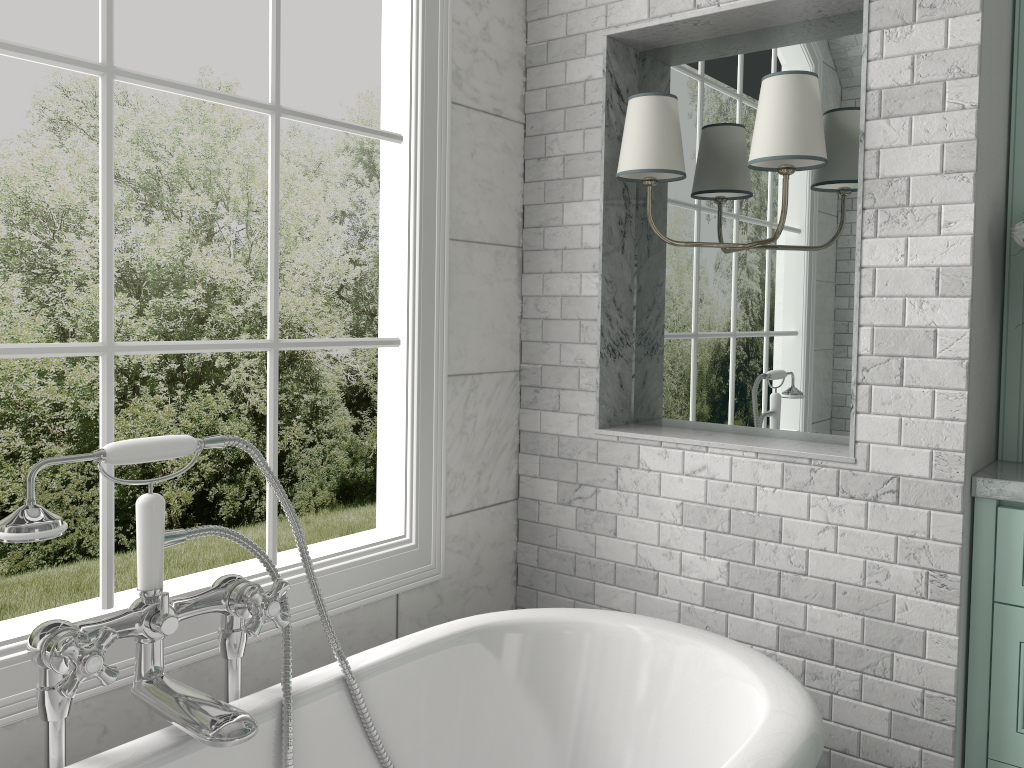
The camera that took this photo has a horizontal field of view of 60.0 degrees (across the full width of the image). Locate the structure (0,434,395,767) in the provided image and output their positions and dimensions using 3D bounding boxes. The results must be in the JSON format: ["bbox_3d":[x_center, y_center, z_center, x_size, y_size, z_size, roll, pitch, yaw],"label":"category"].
[{"bbox_3d":[-0.470,0.736,1.588,0.779,1.283,0.341,-2,4,-42],"label":"structure"}]

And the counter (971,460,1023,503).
[{"bbox_3d":[2.380,0.226,1.427,2.810,0.181,0.825,5,6,38],"label":"counter"}]

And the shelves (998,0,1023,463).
[{"bbox_3d":[2.470,-0.792,1.471,2.812,2.120,0.465,4,4,38],"label":"shelves"}]

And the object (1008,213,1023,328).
[{"bbox_3d":[1.332,-0.111,1.993,0.391,0.652,0.356,-1,4,-41],"label":"object"}]

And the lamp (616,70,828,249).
[{"bbox_3d":[0.547,-0.547,2.260,0.548,0.383,0.309,4,4,38],"label":"lamp"}]

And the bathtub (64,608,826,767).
[{"bbox_3d":[-0.249,0.998,1.300,0.942,0.756,2.168,4,5,38],"label":"bathtub"}]

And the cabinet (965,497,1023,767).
[{"bbox_3d":[2.358,0.860,1.435,2.801,1.096,0.864,4,5,38],"label":"cabinet"}]

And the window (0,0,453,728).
[{"bbox_3d":[-0.771,-0.587,1.669,0.118,2.320,1.833,3,4,38],"label":"window"}]
